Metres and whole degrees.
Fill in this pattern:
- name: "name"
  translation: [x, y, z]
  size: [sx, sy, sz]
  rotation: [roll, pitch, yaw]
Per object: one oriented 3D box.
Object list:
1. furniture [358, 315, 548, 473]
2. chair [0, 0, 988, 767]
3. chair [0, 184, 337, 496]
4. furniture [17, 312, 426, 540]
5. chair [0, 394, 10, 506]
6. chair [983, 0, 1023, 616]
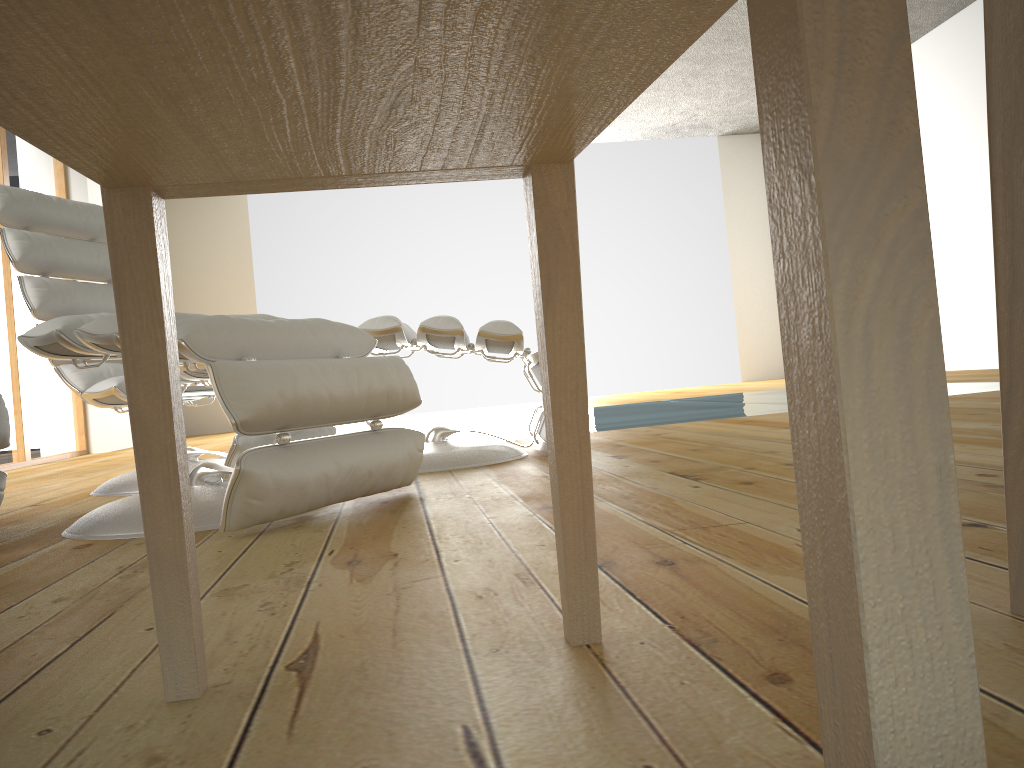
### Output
- name: "furniture"
  translation: [-0.177, 0.010, 2.639]
  size: [0.686, 0.440, 0.569]
  rotation: [-5, 0, -1]
- name: "chair"
  translation: [-0.115, -0.279, 0.529]
  size: [0.404, 1.018, 0.505]
  rotation: [-5, -1, -8]
- name: "chair"
  translation: [-1.086, -0.172, 2.796]
  size: [0.913, 0.969, 0.569]
  rotation: [-6, -1, 17]
- name: "furniture"
  translation: [-0.613, 0.053, 1.861]
  size: [0.685, 0.440, 0.570]
  rotation: [-5, 0, 28]
- name: "chair"
  translation: [-1.566, -0.124, 1.702]
  size: [0.914, 0.969, 0.569]
  rotation: [-5, -1, 2]
- name: "chair"
  translation: [0.584, -0.344, 0.566]
  size: [0.404, 1.018, 0.505]
  rotation: [-5, -1, -19]
